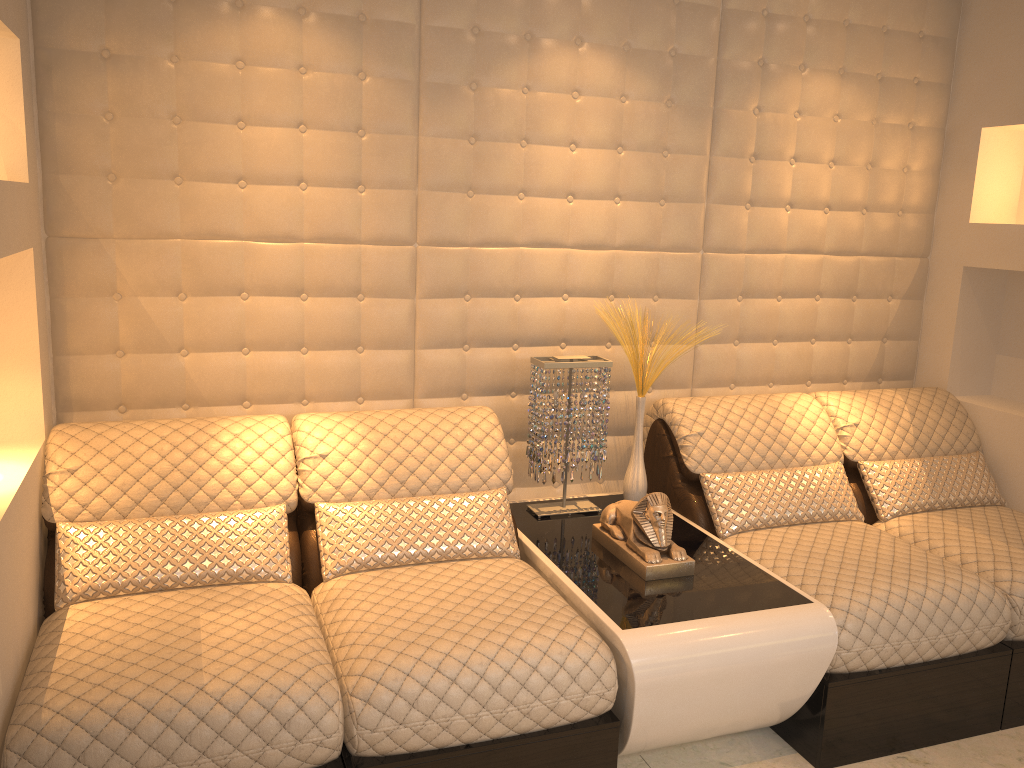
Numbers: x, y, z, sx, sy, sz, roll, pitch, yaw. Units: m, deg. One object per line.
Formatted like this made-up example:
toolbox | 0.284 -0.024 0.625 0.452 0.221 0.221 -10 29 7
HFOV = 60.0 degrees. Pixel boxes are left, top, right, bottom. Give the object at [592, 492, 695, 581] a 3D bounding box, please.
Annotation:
object | 0.383 0.399 2.593 0.155 0.217 0.344 -2 12 -20

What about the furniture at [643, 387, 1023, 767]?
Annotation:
furniture | 1.254 0.510 3.016 1.312 0.810 1.107 -2 12 -20

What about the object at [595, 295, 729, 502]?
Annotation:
object | 0.474 0.079 2.967 0.390 0.718 0.388 -4 13 -29

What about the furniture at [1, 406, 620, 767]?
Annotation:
furniture | -0.533 0.569 2.355 1.312 0.810 1.107 -2 12 -20

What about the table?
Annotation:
table | 0.355 0.716 2.715 0.608 0.457 1.143 -2 12 -20

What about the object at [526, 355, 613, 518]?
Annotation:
object | 0.183 0.169 2.933 0.247 0.522 0.124 -2 12 -20
